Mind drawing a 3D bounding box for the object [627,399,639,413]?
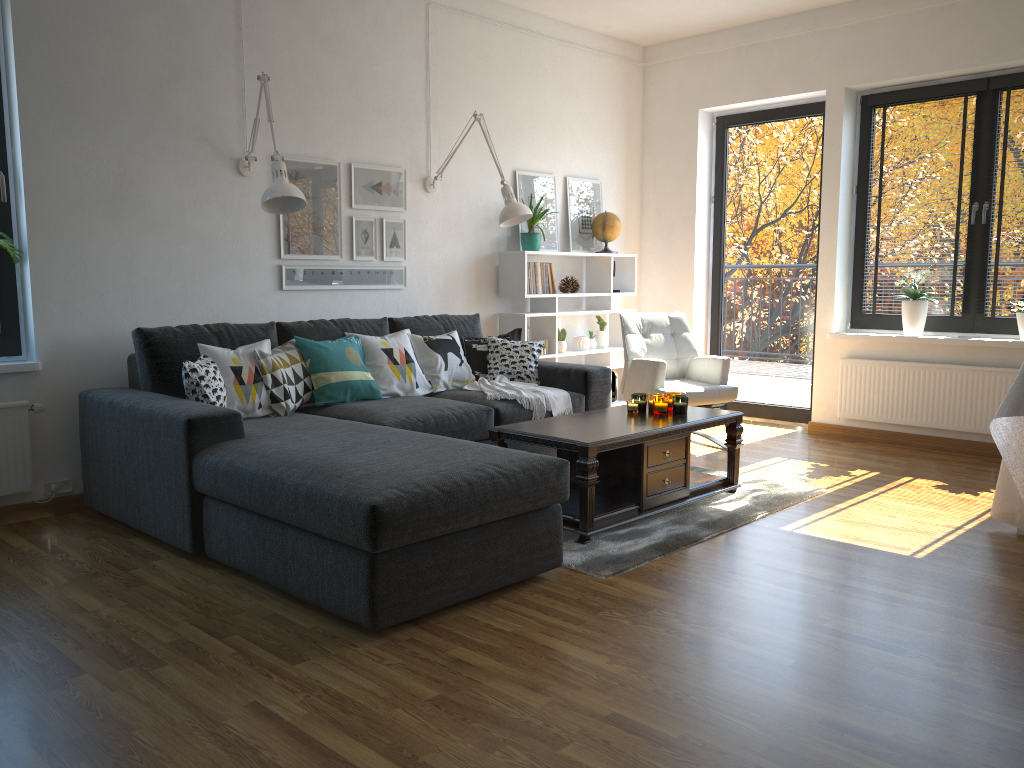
[{"bbox_3d":[0.574,0.106,4.214,0.059,0.061,0.059,-6,9,-40],"label":"object"}]

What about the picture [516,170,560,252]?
[{"bbox_3d":[0.174,-1.161,6.012,0.059,0.533,0.389,7,10,44],"label":"picture"}]

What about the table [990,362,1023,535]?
[{"bbox_3d":[2.984,0.271,3.401,1.855,0.764,1.234,7,10,45],"label":"table"}]

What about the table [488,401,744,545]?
[{"bbox_3d":[0.505,0.362,4.061,0.569,0.410,1.178,7,10,44],"label":"table"}]

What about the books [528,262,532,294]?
[{"bbox_3d":[0.069,-0.687,5.791,0.136,0.210,0.033,7,10,44],"label":"books"}]

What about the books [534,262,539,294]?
[{"bbox_3d":[0.118,-0.695,5.834,0.133,0.210,0.044,7,10,44],"label":"books"}]

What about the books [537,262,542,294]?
[{"bbox_3d":[0.134,-0.697,5.858,0.135,0.209,0.048,7,10,44],"label":"books"}]

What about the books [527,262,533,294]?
[{"bbox_3d":[0.082,-0.691,5.801,0.129,0.210,0.035,7,10,44],"label":"books"}]

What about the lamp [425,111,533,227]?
[{"bbox_3d":[-0.184,-1.254,5.198,0.697,0.671,0.200,5,9,35],"label":"lamp"}]

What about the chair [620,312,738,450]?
[{"bbox_3d":[1.015,-0.025,5.601,0.545,0.833,0.684,-3,8,-21],"label":"chair"}]

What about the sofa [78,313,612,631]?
[{"bbox_3d":[-0.295,0.147,4.097,2.161,0.849,2.506,7,10,44],"label":"sofa"}]

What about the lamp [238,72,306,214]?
[{"bbox_3d":[-1.185,-1.132,4.182,0.200,0.671,0.697,-6,9,-36],"label":"lamp"}]

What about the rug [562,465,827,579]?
[{"bbox_3d":[0.575,0.560,4.139,1.051,0.034,1.811,6,9,43],"label":"rug"}]

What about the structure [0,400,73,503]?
[{"bbox_3d":[-2.254,0.318,3.683,0.076,0.460,0.816,7,10,41],"label":"structure"}]

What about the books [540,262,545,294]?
[{"bbox_3d":[0.154,-0.700,5.877,0.132,0.209,0.044,7,10,43],"label":"books"}]

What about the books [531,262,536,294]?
[{"bbox_3d":[0.096,-0.692,5.818,0.136,0.209,0.044,7,10,44],"label":"books"}]

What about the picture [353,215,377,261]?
[{"bbox_3d":[-0.840,-0.828,5.044,0.021,0.248,0.166,7,10,44],"label":"picture"}]

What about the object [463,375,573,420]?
[{"bbox_3d":[-0.043,0.087,4.714,0.605,0.212,0.488,6,9,40],"label":"object"}]

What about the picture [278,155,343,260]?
[{"bbox_3d":[-1.081,-0.941,4.774,0.013,0.535,0.389,7,10,44],"label":"picture"}]

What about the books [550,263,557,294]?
[{"bbox_3d":[0.234,-0.709,5.956,0.070,0.204,0.132,-7,10,-44],"label":"books"}]

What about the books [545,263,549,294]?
[{"bbox_3d":[0.184,-0.704,5.910,0.133,0.208,0.044,7,10,44],"label":"books"}]

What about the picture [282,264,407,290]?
[{"bbox_3d":[-0.925,-0.601,4.986,0.021,0.136,0.836,7,10,44],"label":"picture"}]

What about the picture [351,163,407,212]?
[{"bbox_3d":[-0.762,-1.123,5.085,0.021,0.248,0.389,7,10,44],"label":"picture"}]

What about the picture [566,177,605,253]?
[{"bbox_3d":[0.530,-1.204,6.373,0.059,0.533,0.389,7,10,44],"label":"picture"}]

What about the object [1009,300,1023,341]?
[{"bbox_3d":[3.009,-0.368,5.110,0.267,0.237,0.283,3,8,26],"label":"object"}]

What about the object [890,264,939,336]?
[{"bbox_3d":[2.506,-0.519,5.509,0.286,0.444,0.340,5,9,32],"label":"object"}]

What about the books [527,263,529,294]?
[{"bbox_3d":[0.054,-0.687,5.774,0.128,0.206,0.043,7,10,44],"label":"books"}]

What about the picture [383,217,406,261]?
[{"bbox_3d":[-0.691,-0.846,5.195,0.021,0.248,0.166,7,10,44],"label":"picture"}]

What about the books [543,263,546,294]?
[{"bbox_3d":[0.169,-0.699,5.894,0.131,0.205,0.035,7,10,44],"label":"books"}]

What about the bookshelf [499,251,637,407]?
[{"bbox_3d":[0.413,-0.309,6.209,0.237,1.203,1.188,7,10,44],"label":"bookshelf"}]

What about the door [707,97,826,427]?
[{"bbox_3d":[1.851,-0.849,6.409,0.975,2.279,0.119,7,10,44],"label":"door"}]

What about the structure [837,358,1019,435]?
[{"bbox_3d":[2.686,0.114,5.363,1.456,0.460,0.078,6,10,43],"label":"structure"}]

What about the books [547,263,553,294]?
[{"bbox_3d":[0.209,-0.707,5.936,0.061,0.212,0.128,-7,10,-44],"label":"books"}]
